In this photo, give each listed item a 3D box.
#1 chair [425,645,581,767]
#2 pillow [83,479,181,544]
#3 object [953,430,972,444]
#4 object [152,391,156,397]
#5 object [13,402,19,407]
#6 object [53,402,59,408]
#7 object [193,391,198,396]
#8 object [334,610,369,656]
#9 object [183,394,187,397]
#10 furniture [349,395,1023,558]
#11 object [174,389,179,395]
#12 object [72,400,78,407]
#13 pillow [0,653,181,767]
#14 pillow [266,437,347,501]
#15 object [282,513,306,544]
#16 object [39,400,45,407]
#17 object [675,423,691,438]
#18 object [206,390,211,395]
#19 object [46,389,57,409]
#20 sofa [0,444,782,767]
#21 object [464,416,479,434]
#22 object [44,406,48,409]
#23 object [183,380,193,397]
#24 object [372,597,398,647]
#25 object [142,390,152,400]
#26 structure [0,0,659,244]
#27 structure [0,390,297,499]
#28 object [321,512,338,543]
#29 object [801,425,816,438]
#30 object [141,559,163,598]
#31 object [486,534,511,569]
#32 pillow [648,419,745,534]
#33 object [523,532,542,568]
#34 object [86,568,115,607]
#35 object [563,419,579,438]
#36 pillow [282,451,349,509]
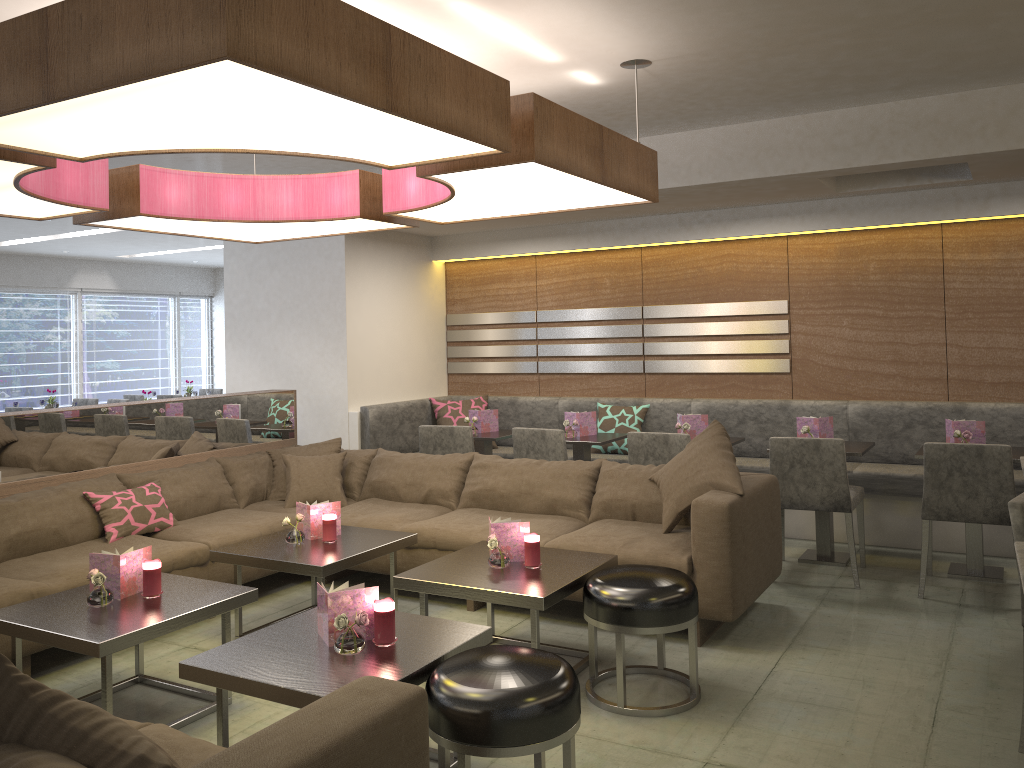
[{"bbox_3d":[-0.022,0.970,2.396,0.422,0.451,0.423,-1,1,26],"label":"chair"},{"bbox_3d":[-1.883,0.630,4.402,0.180,0.252,0.464,-1,2,26],"label":"pillow"},{"bbox_3d":[2.390,0.302,4.668,0.093,0.126,0.106,-1,0,-28],"label":"object"},{"bbox_3d":[-4.448,0.157,10.983,0.053,0.139,0.053,-1,-1,-12],"label":"object"},{"bbox_3d":[-5.283,0.259,9.414,0.053,0.139,0.053,-1,-1,-12],"label":"object"},{"bbox_3d":[-4.715,0.259,9.147,0.053,0.139,0.053,-1,-1,-12],"label":"object"},{"bbox_3d":[-3.828,0.157,10.689,0.053,0.139,0.053,-1,-1,-12],"label":"object"},{"bbox_3d":[-0.437,0.721,2.612,0.193,0.126,0.095,-2,1,-28],"label":"object"},{"bbox_3d":[-4.021,0.172,10.868,0.070,0.100,0.203,-1,2,0],"label":"object"},{"bbox_3d":[0.850,0.650,4.252,5.642,0.854,4.262,0,3,30],"label":"furniture"},{"bbox_3d":[-4.250,0.140,11.208,0.053,0.139,0.053,-1,-1,-12],"label":"object"},{"bbox_3d":[-4.637,0.245,9.379,0.053,0.139,0.053,-1,-1,-12],"label":"object"},{"bbox_3d":[-0.782,0.660,1.622,0.531,0.405,0.279,-1,0,19],"label":"pillow"},{"bbox_3d":[-1.233,0.530,5.294,0.526,0.395,0.291,-1,0,-1],"label":"pillow"},{"bbox_3d":[-0.994,0.658,4.034,0.102,0.132,0.091,-1,0,-5],"label":"object"},{"bbox_3d":[-5.137,0.243,9.667,0.053,0.139,0.053,-1,-1,-12],"label":"object"},{"bbox_3d":[1.055,0.295,5.441,0.094,0.126,0.101,-1,0,-6],"label":"object"},{"bbox_3d":[-3.750,0.143,10.921,0.053,0.139,0.053,-1,-1,-12],"label":"object"},{"bbox_3d":[-4.853,0.186,9.299,0.154,0.277,0.104,-2,-1,27],"label":"object"},{"bbox_3d":[-0.988,0.827,3.487,3.176,0.676,3.771,0,3,30],"label":"sofa"},{"bbox_3d":[-0.282,0.289,6.208,0.107,0.126,0.094,-2,0,-17],"label":"object"},{"bbox_3d":[-4.909,0.274,9.325,0.070,0.100,0.203,-1,2,0],"label":"object"},{"bbox_3d":[-3.965,0.084,10.842,0.154,0.277,0.104,-2,-1,27],"label":"object"},{"bbox_3d":[-0.383,0.715,2.660,0.075,0.128,0.075,-1,0,-8],"label":"object"},{"bbox_3d":[-3.538,0.192,8.543,0.154,0.277,0.104,-2,-1,27],"label":"object"},{"bbox_3d":[-1.026,-1.038,3.426,2.444,0.619,2.445,0,3,30],"label":"structure"},{"bbox_3d":[-2.474,0.651,4.356,0.223,1.008,3.778,-2,2,30],"label":"structure"},{"bbox_3d":[-0.834,0.654,4.038,0.075,0.128,0.075,-1,0,2],"label":"object"},{"bbox_3d":[1.709,0.298,5.068,0.095,0.126,0.105,-1,0,30],"label":"object"},{"bbox_3d":[-1.313,0.709,3.226,0.075,0.128,0.075,-1,0,2],"label":"object"},{"bbox_3d":[-0.054,0.663,3.514,0.095,0.129,0.106,-1,0,-10],"label":"object"},{"bbox_3d":[0.862,0.426,4.091,0.620,0.513,0.299,0,0,44],"label":"pillow"},{"bbox_3d":[0.081,0.659,3.505,0.075,0.128,0.075,-1,0,-8],"label":"object"},{"bbox_3d":[-1.461,0.718,3.127,0.095,0.129,0.100,-1,0,13],"label":"object"},{"bbox_3d":[0.385,0.292,5.832,0.110,0.126,0.091,-2,0,-27],"label":"object"},{"bbox_3d":[-1.133,0.566,5.107,0.380,0.323,0.235,-2,0,-15],"label":"pillow"}]
